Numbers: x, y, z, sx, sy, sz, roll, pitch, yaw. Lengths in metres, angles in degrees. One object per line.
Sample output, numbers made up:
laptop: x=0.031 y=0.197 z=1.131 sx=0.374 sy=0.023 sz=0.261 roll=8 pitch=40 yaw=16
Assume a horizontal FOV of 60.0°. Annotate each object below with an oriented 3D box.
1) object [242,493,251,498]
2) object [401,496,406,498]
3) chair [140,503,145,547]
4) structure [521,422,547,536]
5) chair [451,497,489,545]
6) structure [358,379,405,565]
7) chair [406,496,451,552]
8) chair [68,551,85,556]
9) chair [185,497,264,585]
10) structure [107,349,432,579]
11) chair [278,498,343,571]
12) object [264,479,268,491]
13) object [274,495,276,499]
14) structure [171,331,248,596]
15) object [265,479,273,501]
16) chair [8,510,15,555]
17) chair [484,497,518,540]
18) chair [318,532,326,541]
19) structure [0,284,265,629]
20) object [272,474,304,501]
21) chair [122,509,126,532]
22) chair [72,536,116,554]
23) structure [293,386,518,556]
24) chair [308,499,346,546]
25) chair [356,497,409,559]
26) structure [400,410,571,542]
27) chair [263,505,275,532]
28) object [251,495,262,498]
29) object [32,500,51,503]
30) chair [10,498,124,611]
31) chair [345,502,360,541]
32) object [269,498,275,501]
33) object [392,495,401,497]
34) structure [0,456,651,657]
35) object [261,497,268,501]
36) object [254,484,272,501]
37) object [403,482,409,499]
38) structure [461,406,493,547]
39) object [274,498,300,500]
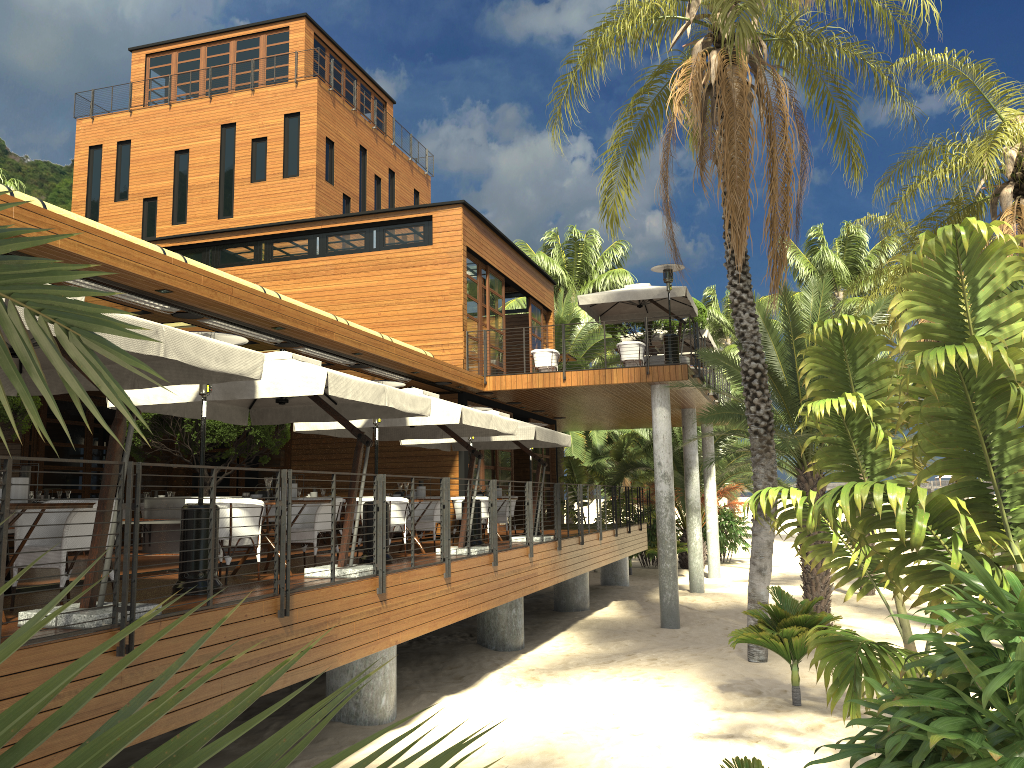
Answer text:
object: x=-2.691 y=1.143 z=8.972 sx=0.086 sy=0.086 sz=0.086 roll=-4 pitch=-9 yaw=22
object: x=-1.483 y=1.553 z=12.109 sx=0.080 sy=0.042 sz=0.080 roll=2 pitch=-8 yaw=-21
chair: x=-6.348 y=2.512 z=15.861 sx=0.627 sy=0.790 sz=0.615 roll=3 pitch=-9 yaw=-27
structure: x=0.359 y=1.820 z=16.960 sx=0.699 sy=2.198 sz=0.697 roll=-2 pitch=-8 yaw=5
chair: x=-0.696 y=2.271 z=14.800 sx=0.627 sy=0.790 sz=0.615 roll=-4 pitch=-8 yaw=18
structure: x=-1.629 y=1.032 z=10.640 sx=0.699 sy=2.198 sz=0.697 roll=-2 pitch=-8 yaw=5
chair: x=-1.226 y=2.050 z=13.031 sx=0.627 sy=0.790 sz=0.615 roll=-4 pitch=-8 yaw=18
chair: x=-6.656 y=2.165 z=13.160 sx=0.616 sy=0.790 sz=0.626 roll=-7 pitch=-10 yaw=38
chair: x=-2.728 y=1.466 z=8.342 sx=0.627 sy=0.790 sz=0.615 roll=-4 pitch=-8 yaw=18
structure: x=-2.398 y=0.792 z=9.186 sx=2.413 sy=2.339 sz=2.408 roll=-3 pitch=-8 yaw=17
chair: x=-2.225 y=1.654 z=9.858 sx=0.627 sy=0.790 sz=0.615 roll=-4 pitch=-8 yaw=18
object: x=-2.588 y=1.124 z=9.408 sx=0.082 sy=0.227 sz=0.082 roll=-2 pitch=-8 yaw=6
object: x=-2.441 y=1.193 z=9.306 sx=0.116 sy=0.065 sz=0.115 roll=-3 pitch=-8 yaw=15
structure: x=-2.619 y=0.640 z=7.493 sx=0.699 sy=2.198 sz=0.697 roll=-2 pitch=-8 yaw=5
object: x=-2.437 y=1.052 z=8.877 sx=0.082 sy=0.227 sz=0.082 roll=-4 pitch=-9 yaw=18
chair: x=-7.880 y=2.333 z=14.273 sx=0.616 sy=0.790 sz=0.626 roll=-7 pitch=-10 yaw=38
chair: x=-0.211 y=2.452 z=16.261 sx=0.627 sy=0.790 sz=0.615 roll=-4 pitch=-8 yaw=18
chair: x=-3.834 y=2.591 z=16.816 sx=0.627 sy=0.790 sz=0.615 roll=3 pitch=-9 yaw=-27
structure: x=-3.402 y=0.394 z=5.995 sx=2.413 sy=2.339 sz=2.408 roll=-3 pitch=-8 yaw=17
object: x=-2.297 y=1.063 z=9.092 sx=0.263 sy=0.264 sz=0.263 roll=3 pitch=-9 yaw=-28
chair: x=-7.331 y=2.578 z=16.225 sx=0.616 sy=0.790 sz=0.626 roll=3 pitch=-9 yaw=-27
chair: x=-6.677 y=2.318 z=14.326 sx=0.627 sy=0.790 sz=0.616 roll=-7 pitch=-10 yaw=38
structure: x=-1.394 y=1.190 z=12.378 sx=2.413 sy=2.339 sz=2.408 roll=-3 pitch=-8 yaw=17
chair: x=-3.202 y=2.381 z=15.295 sx=0.627 sy=0.790 sz=0.615 roll=3 pitch=-9 yaw=-27
chair: x=-1.712 y=1.868 z=11.571 sx=0.627 sy=0.790 sz=0.615 roll=-4 pitch=-8 yaw=18
structure: x=-0.390 y=1.588 z=15.569 sx=2.413 sy=2.339 sz=2.408 roll=-3 pitch=-8 yaw=17
chair: x=-4.395 y=2.449 z=15.648 sx=0.616 sy=0.790 sz=0.626 roll=3 pitch=-9 yaw=-27
object: x=-2.580 y=1.150 z=8.954 sx=0.116 sy=0.065 sz=0.115 roll=-3 pitch=-8 yaw=15
object: x=-3.444 y=0.836 z=6.271 sx=0.294 sy=0.025 sz=0.170 roll=-3 pitch=-8 yaw=17
chair: x=-3.262 y=1.243 z=6.561 sx=0.627 sy=0.790 sz=0.615 roll=-4 pitch=-8 yaw=18
chair: x=-2.723 y=2.511 z=16.363 sx=0.616 sy=0.790 sz=0.626 roll=3 pitch=-9 yaw=-27
object: x=-2.535 y=1.210 z=9.332 sx=0.080 sy=0.042 sz=0.080 roll=2 pitch=-8 yaw=-21
object: x=-1.579 y=1.547 z=12.138 sx=0.116 sy=0.065 sz=0.115 roll=-3 pitch=-8 yaw=15
structure: x=-0.033 y=1.985 z=12.869 sx=0.163 sy=1.156 sz=26.206 roll=-4 pitch=-8 yaw=17
object: x=-2.484 y=1.156 z=8.925 sx=0.080 sy=0.042 sz=0.080 roll=2 pitch=-8 yaw=-21
object: x=-2.583 y=1.121 z=9.175 sx=0.163 sy=0.179 sz=0.167 roll=-4 pitch=-8 yaw=19
object: x=-1.436 y=1.449 z=12.062 sx=0.082 sy=0.227 sz=0.082 roll=-4 pitch=-9 yaw=18
structure: x=-0.636 y=1.426 z=13.796 sx=0.699 sy=2.198 sz=0.697 roll=-2 pitch=-8 yaw=5
object: x=-2.440 y=1.234 z=9.465 sx=0.294 sy=0.025 sz=0.170 roll=-3 pitch=-8 yaw=17
